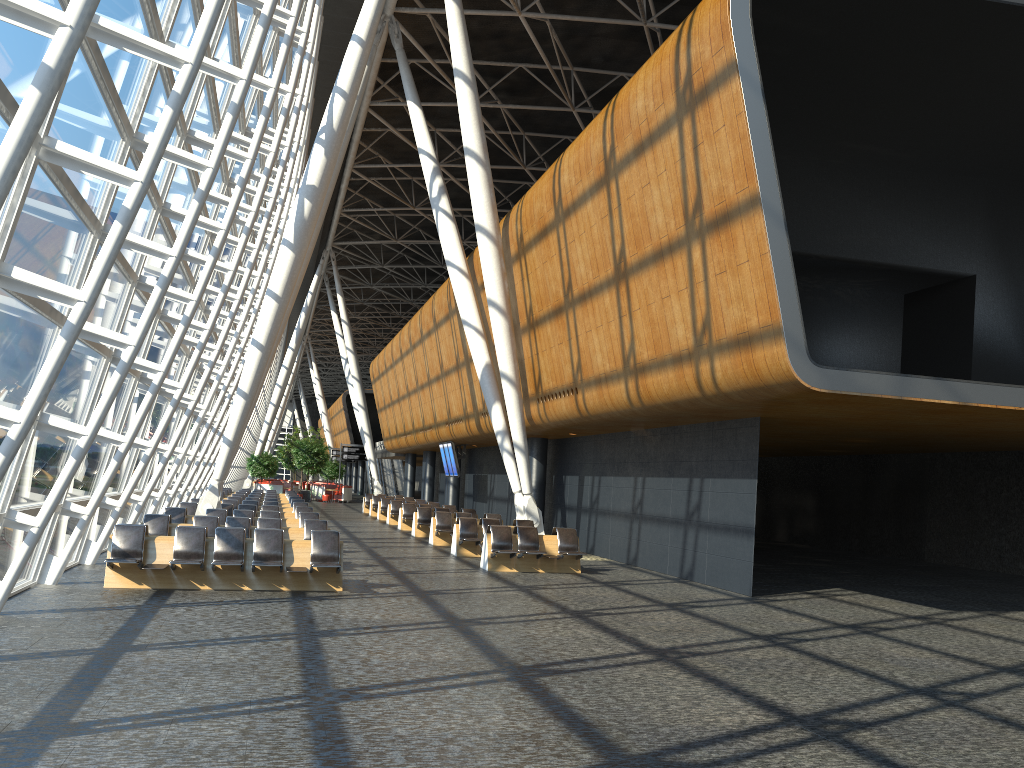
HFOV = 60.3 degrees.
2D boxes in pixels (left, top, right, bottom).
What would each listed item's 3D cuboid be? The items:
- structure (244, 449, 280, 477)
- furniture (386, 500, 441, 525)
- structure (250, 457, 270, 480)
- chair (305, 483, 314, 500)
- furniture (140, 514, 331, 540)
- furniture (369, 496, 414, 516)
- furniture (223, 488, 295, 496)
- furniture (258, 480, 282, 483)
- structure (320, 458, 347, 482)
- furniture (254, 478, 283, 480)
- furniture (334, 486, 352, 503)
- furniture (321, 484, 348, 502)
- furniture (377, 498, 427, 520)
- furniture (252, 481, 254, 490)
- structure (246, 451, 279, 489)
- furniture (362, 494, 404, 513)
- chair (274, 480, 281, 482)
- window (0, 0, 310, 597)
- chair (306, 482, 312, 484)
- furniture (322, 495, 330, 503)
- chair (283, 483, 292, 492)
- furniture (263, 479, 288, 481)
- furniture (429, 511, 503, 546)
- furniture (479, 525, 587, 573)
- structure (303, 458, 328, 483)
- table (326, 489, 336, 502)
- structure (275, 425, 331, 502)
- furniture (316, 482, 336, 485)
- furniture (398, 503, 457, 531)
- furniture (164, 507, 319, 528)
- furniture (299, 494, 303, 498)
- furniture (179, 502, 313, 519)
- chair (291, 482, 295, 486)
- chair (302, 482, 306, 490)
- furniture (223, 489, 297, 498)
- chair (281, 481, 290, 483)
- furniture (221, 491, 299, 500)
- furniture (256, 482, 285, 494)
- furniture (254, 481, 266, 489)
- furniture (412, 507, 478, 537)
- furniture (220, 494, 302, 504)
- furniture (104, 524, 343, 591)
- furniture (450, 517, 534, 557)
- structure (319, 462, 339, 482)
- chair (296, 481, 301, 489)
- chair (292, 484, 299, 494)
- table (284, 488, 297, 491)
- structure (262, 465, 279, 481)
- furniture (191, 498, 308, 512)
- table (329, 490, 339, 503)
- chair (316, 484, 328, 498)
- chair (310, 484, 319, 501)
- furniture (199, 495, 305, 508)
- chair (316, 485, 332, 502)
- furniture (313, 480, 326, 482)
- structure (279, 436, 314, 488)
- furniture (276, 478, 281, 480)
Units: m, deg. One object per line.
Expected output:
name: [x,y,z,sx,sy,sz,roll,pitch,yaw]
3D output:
structure: [-15.037,5.404,52.922,1.925,2.964,1.862,5,-3,-41]
furniture: [-3.547,4.689,31.987,1.899,0.867,1.665,4,-5,-15]
structure: [-17.156,6.185,60.177,1.802,2.809,1.764,2,-2,32]
chair: [-12.701,6.836,56.005,0.660,1.008,0.625,2,-2,20]
furniture: [-4.927,2.825,15.825,3.256,0.867,1.665,4,-5,-15]
furniture: [-5.118,5.256,37.777,1.899,0.867,1.665,4,-5,-15]
furniture: [-11.215,5.092,38.986,3.256,0.867,1.665,4,-5,-15]
furniture: [-16.117,7.005,59.034,2.826,1.006,0.893,-2,-6,42]
structure: [-12.637,6.652,62.232,1.777,2.775,1.740,2,-2,32]
furniture: [-24.673,9.943,88.558,3.256,0.867,1.665,4,-5,-15]
furniture: [-10.198,6.690,53.587,0.888,1.004,2.842,3,-6,-2]
furniture: [-11.457,6.926,56.263,2.826,1.006,0.893,-2,-6,42]
furniture: [-4.332,4.973,34.882,1.899,0.867,1.665,4,-5,-15]
furniture: [-20.743,8.527,74.082,3.256,0.867,1.665,4,-5,-15]
structure: [-14.194,5.232,50.143,1.777,2.775,1.740,2,-2,32]
furniture: [-5.904,5.539,40.672,1.899,0.867,1.665,4,-5,-15]
chair: [-17.993,7.791,66.926,0.660,1.008,0.625,1,-3,40]
window: [-22.070,2.191,77.143,3.725,13.997,166.727,3,-6,-15]
chair: [-14.095,7.457,62.205,0.621,1.008,0.664,2,-2,20]
furniture: [-10.880,6.712,51.609,0.443,0.459,0.444,3,-3,-3]
chair: [-13.699,6.462,53.083,0.622,1.008,0.663,2,-2,10]
furniture: [-18.785,8.134,70.366,0.887,1.005,2.845,1,-6,27]
furniture: [-1.189,3.839,23.302,1.899,0.867,1.665,4,-5,-15]
furniture: [0.383,3.273,17.512,1.899,0.867,1.665,4,-5,-15]
structure: [-14.687,6.547,65.333,2.280,3.471,2.224,3,-2,-2]
table: [-10.891,6.782,53.558,0.798,0.749,0.802,3,-3,1]
structure: [-12.975,4.832,53.937,3.100,4.526,5.812,4,-4,-22]
furniture: [-13.420,7.634,63.496,2.826,1.006,0.893,-2,-6,42]
furniture: [-2.761,4.406,29.092,1.899,0.867,1.665,4,-5,-15]
furniture: [-5.713,3.109,18.720,3.256,0.867,1.665,4,-5,-15]
furniture: [-12.283,6.551,50.779,0.442,0.459,0.445,1,-4,27]
furniture: [-6.499,3.392,21.615,3.256,0.867,1.665,4,-5,-15]
chair: [-14.972,7.072,59.127,0.660,1.008,0.625,2,-2,10]
chair: [-14.665,7.544,63.238,0.660,1.008,0.625,2,-2,20]
furniture: [-10.429,4.808,36.091,3.256,0.867,1.665,4,-5,-15]
chair: [-15.663,7.170,60.316,0.622,1.008,0.663,2,-2,10]
furniture: [-9.643,4.525,33.196,3.256,0.867,1.665,4,-5,-15]
furniture: [-14.153,6.298,51.801,2.826,1.006,0.893,-2,-6,42]
furniture: [-15.412,6.534,54.478,0.888,1.004,2.842,3,-6,-2]
furniture: [-1.975,4.123,26.197,1.899,0.867,1.665,4,-5,-15]
furniture: [-8.857,4.242,30.301,3.256,0.867,1.665,4,-5,-15]
furniture: [-4.141,2.542,12.930,3.256,0.867,1.665,4,-5,-15]
furniture: [-0.403,3.556,20.407,1.899,0.867,1.665,4,-5,-15]
structure: [-15.047,7.551,72.358,1.932,2.991,1.891,2,-2,32]
chair: [-15.977,7.888,66.910,0.663,1.008,0.622,4,-2,-30]
chair: [-13.008,6.364,51.894,0.660,1.008,0.625,2,-2,10]
table: [-12.781,6.390,50.857,0.802,0.749,0.798,6,-5,-44]
structure: [-16.061,5.870,57.037,1.829,2.847,1.791,2,-2,32]
furniture: [-7.285,3.675,24.510,3.256,0.867,1.665,4,-5,-15]
table: [-10.611,6.628,52.049,0.798,0.749,0.802,3,-3,1]
chair: [-11.496,6.670,53.977,0.660,1.008,0.625,2,-2,30]
chair: [-12.131,6.749,54.972,0.621,1.008,0.664,2,-2,20]
furniture: [-8.071,3.958,27.405,3.256,0.867,1.665,4,-5,-15]
chair: [-11.254,6.561,52.890,0.621,1.008,0.664,2,-2,30]
furniture: [-20.935,10.957,96.034,1.899,0.867,1.665,4,-5,-15]
structure: [-16.738,6.373,69.453,3.090,4.525,5.771,3,-4,8]
furniture: [-27.817,11.076,100.138,3.256,0.867,1.665,4,-5,-15]
